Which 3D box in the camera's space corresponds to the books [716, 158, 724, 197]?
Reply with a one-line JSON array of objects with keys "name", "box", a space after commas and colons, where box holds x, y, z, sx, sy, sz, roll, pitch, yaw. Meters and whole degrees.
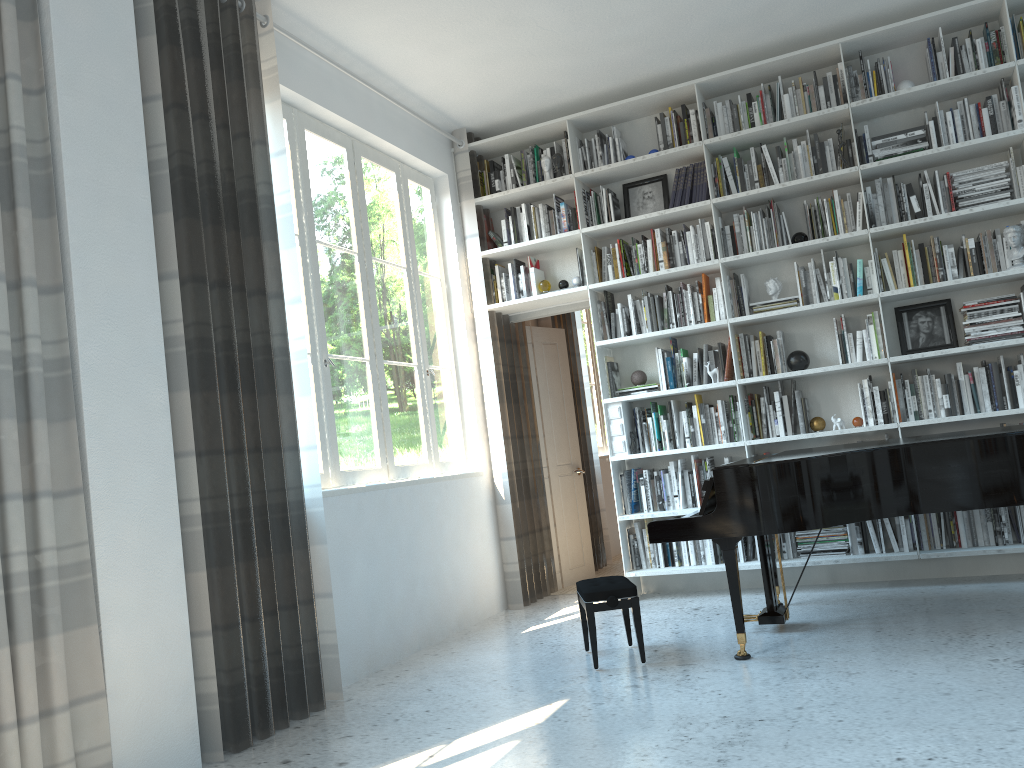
[{"name": "books", "box": [1.313, -1.255, 5.537, 0.013, 0.283, 0.158, -9, -5, 23]}]

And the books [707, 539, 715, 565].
[{"name": "books", "box": [1.248, 1.011, 5.488, 0.031, 0.187, 0.190, -9, -5, 23]}]

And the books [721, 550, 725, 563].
[{"name": "books", "box": [1.316, 0.990, 5.491, 0.024, 0.214, 0.137, -9, -5, 23]}]

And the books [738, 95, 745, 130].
[{"name": "books", "box": [1.435, -1.635, 5.490, 0.010, 0.264, 0.160, -9, -5, 23]}]

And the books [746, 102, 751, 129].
[{"name": "books", "box": [1.478, -1.616, 5.490, 0.012, 0.216, 0.150, -9, -5, 23]}]

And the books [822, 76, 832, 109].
[{"name": "books", "box": [1.890, -1.694, 5.297, 0.026, 0.237, 0.149, -9, -5, 23]}]

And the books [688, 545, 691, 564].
[{"name": "books", "box": [1.131, 1.022, 5.575, 0.014, 0.211, 0.146, -9, -5, 23]}]

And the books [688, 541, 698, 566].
[{"name": "books", "box": [1.138, 0.990, 5.545, 0.031, 0.266, 0.186, -9, -5, 23]}]

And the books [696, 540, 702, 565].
[{"name": "books", "box": [1.176, 0.984, 5.529, 0.025, 0.266, 0.159, -9, -5, 23]}]

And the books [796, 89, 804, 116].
[{"name": "books", "box": [1.755, -1.659, 5.370, 0.029, 0.213, 0.141, -9, -5, 23]}]

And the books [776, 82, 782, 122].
[{"name": "books", "box": [1.628, -1.671, 5.400, 0.052, 0.272, 0.172, -9, -5, 23]}]

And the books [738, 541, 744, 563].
[{"name": "books", "box": [1.404, 0.933, 5.430, 0.021, 0.295, 0.188, -9, -5, 23]}]

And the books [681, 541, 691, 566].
[{"name": "books", "box": [1.100, 1.028, 5.556, 0.030, 0.201, 0.168, -9, -5, 23]}]

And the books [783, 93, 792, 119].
[{"name": "books", "box": [1.686, -1.638, 5.380, 0.031, 0.190, 0.181, -9, -5, 23]}]

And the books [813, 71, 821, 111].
[{"name": "books", "box": [1.840, -1.710, 5.314, 0.013, 0.285, 0.159, -9, -5, 23]}]

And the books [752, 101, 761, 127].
[{"name": "books", "box": [1.519, -1.616, 5.461, 0.030, 0.201, 0.152, -9, -5, 23]}]

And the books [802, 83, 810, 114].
[{"name": "books", "box": [1.782, -1.673, 5.336, 0.021, 0.228, 0.161, -9, -5, 23]}]

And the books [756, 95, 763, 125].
[{"name": "books", "box": [1.536, -1.636, 5.451, 0.013, 0.234, 0.154, -9, -5, 23]}]

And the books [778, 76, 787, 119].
[{"name": "books", "box": [1.661, -1.696, 5.401, 0.014, 0.315, 0.166, -9, -5, 23]}]

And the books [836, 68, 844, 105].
[{"name": "books", "box": [1.954, -1.720, 5.264, 0.014, 0.267, 0.171, -9, -5, 23]}]

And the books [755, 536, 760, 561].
[{"name": "books", "box": [1.506, 0.929, 5.410, 0.027, 0.276, 0.143, -9, -5, 23]}]

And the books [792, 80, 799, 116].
[{"name": "books", "box": [1.729, -1.683, 5.373, 0.014, 0.269, 0.156, -9, -5, 23]}]

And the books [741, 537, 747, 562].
[{"name": "books", "box": [1.417, 0.926, 5.422, 0.012, 0.303, 0.165, -9, -5, 23]}]

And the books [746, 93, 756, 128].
[{"name": "books", "box": [1.492, -1.644, 5.483, 0.028, 0.267, 0.151, -9, -5, 23]}]

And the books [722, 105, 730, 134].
[{"name": "books", "box": [1.350, -1.599, 5.524, 0.023, 0.220, 0.181, -9, -5, 23]}]

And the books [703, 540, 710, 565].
[{"name": "books", "box": [1.222, 1.007, 5.506, 0.028, 0.206, 0.171, -9, -5, 23]}]

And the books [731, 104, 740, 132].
[{"name": "books", "box": [1.402, -1.603, 5.487, 0.029, 0.207, 0.178, -9, -5, 23]}]

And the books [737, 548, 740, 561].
[{"name": "books", "box": [1.390, 0.954, 5.468, 0.040, 0.264, 0.137, -9, -5, 23]}]

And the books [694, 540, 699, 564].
[{"name": "books", "box": [1.163, 0.969, 5.555, 0.014, 0.304, 0.139, -9, -5, 23]}]

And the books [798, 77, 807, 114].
[{"name": "books", "box": [1.761, -1.689, 5.338, 0.014, 0.266, 0.192, -9, -5, 23]}]

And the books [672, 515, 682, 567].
[{"name": "books", "box": [1.055, 0.986, 5.581, 0.013, 0.300, 0.183, -9, -5, 23]}]

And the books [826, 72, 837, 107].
[{"name": "books", "box": [1.917, -1.709, 5.294, 0.030, 0.261, 0.151, -9, -5, 23]}]

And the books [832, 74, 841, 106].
[{"name": "books", "box": [1.936, -1.696, 5.263, 0.026, 0.225, 0.172, -9, -5, 23]}]

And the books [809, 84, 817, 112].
[{"name": "books", "box": [1.811, -1.665, 5.307, 0.026, 0.200, 0.187, -9, -5, 23]}]

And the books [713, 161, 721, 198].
[{"name": "books", "box": [1.292, -1.239, 5.530, 0.023, 0.256, 0.174, -9, -5, 23]}]

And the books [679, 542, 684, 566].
[{"name": "books", "box": [1.083, 1.011, 5.591, 0.022, 0.246, 0.135, -9, -5, 23]}]

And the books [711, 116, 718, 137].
[{"name": "books", "box": [1.289, -1.569, 5.566, 0.024, 0.182, 0.133, -9, -5, 23]}]

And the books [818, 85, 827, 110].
[{"name": "books", "box": [1.863, -1.664, 5.297, 0.031, 0.184, 0.177, -9, -5, 23]}]

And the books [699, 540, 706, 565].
[{"name": "books", "box": [1.200, 1.005, 5.517, 0.021, 0.218, 0.190, -9, -5, 23]}]

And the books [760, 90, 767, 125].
[{"name": "books", "box": [1.554, -1.648, 5.435, 0.013, 0.251, 0.183, -9, -5, 23]}]

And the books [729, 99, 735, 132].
[{"name": "books", "box": [1.385, -1.620, 5.508, 0.012, 0.249, 0.174, -9, -5, 23]}]

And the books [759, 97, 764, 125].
[{"name": "books", "box": [1.545, -1.628, 5.438, 0.011, 0.215, 0.160, -9, -5, 23]}]

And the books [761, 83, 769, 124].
[{"name": "books", "box": [1.563, -1.673, 5.434, 0.010, 0.298, 0.151, -9, -5, 23]}]

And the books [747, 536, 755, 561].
[{"name": "books", "box": [1.464, 0.945, 5.426, 0.065, 0.256, 0.156, -9, -5, 23]}]

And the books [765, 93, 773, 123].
[{"name": "books", "box": [1.589, -1.644, 5.435, 0.029, 0.235, 0.130, -9, -5, 23]}]

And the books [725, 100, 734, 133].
[{"name": "books", "box": [1.371, -1.618, 5.519, 0.023, 0.251, 0.170, -9, -5, 23]}]

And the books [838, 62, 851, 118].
[{"name": "books", "box": [1.969, -1.733, 5.253, 0.026, 0.288, 0.176, -9, -5, 23]}]

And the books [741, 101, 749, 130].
[{"name": "books", "box": [1.463, -1.622, 5.506, 0.025, 0.234, 0.129, -9, -5, 23]}]

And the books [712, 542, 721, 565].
[{"name": "books", "box": [1.269, 0.980, 5.479, 0.023, 0.244, 0.188, -9, -5, 23]}]

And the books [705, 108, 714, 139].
[{"name": "books", "box": [1.255, -1.593, 5.564, 0.029, 0.237, 0.156, -9, -5, 23]}]

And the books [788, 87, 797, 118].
[{"name": "books", "box": [1.712, -1.664, 5.378, 0.026, 0.235, 0.134, -9, -5, 23]}]

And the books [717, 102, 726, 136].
[{"name": "books", "box": [1.325, -1.612, 5.540, 0.031, 0.254, 0.145, -9, -5, 23]}]

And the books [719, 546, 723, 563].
[{"name": "books", "box": [1.294, 0.945, 5.503, 0.013, 0.310, 0.130, -9, -5, 23]}]

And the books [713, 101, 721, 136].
[{"name": "books", "box": [1.307, -1.620, 5.569, 0.021, 0.278, 0.141, -9, -5, 23]}]

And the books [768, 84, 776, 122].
[{"name": "books", "box": [1.600, -1.668, 5.415, 0.013, 0.276, 0.164, -9, -5, 23]}]

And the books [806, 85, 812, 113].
[{"name": "books", "box": [1.794, -1.665, 5.317, 0.013, 0.206, 0.178, -9, -5, 23]}]

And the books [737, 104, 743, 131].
[{"name": "books", "box": [1.427, -1.605, 5.491, 0.015, 0.207, 0.166, -9, -5, 23]}]
